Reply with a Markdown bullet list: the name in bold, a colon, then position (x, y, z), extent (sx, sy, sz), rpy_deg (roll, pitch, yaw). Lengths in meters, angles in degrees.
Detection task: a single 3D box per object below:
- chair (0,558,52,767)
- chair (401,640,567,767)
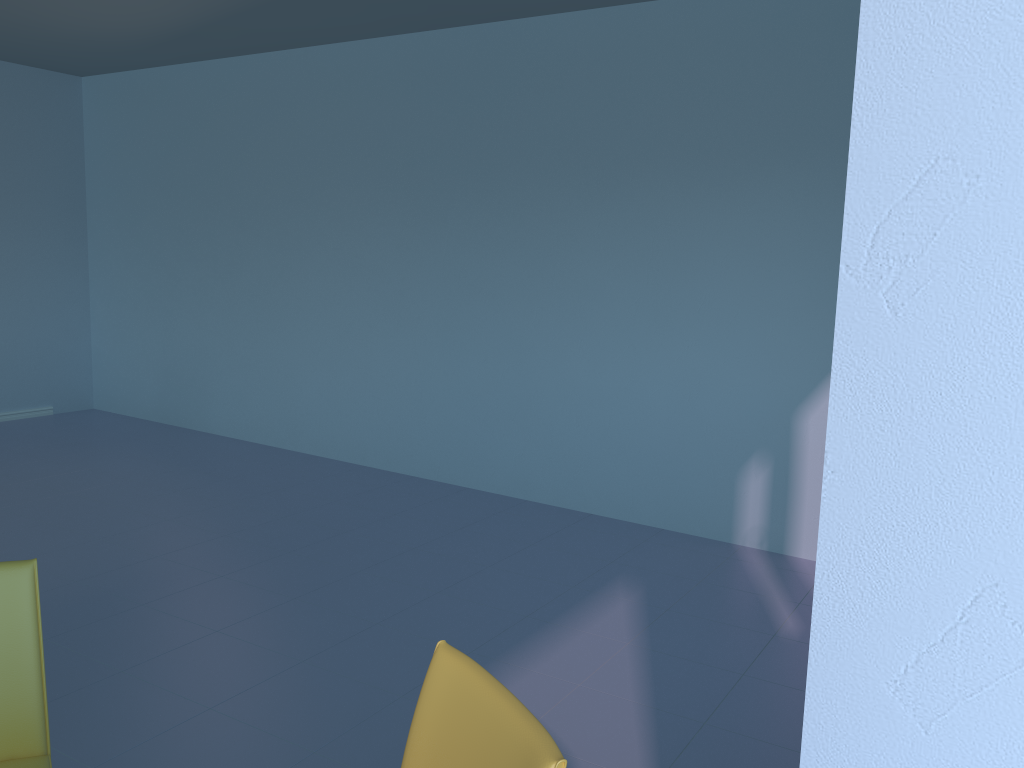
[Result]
- **chair**: position (-0.902, 0.688, 1.347), extent (0.387, 0.695, 0.484), rpy_deg (-2, 9, -27)
- **chair**: position (-0.224, 0.745, 1.080), extent (0.484, 0.695, 0.387), rpy_deg (-2, 9, -27)
